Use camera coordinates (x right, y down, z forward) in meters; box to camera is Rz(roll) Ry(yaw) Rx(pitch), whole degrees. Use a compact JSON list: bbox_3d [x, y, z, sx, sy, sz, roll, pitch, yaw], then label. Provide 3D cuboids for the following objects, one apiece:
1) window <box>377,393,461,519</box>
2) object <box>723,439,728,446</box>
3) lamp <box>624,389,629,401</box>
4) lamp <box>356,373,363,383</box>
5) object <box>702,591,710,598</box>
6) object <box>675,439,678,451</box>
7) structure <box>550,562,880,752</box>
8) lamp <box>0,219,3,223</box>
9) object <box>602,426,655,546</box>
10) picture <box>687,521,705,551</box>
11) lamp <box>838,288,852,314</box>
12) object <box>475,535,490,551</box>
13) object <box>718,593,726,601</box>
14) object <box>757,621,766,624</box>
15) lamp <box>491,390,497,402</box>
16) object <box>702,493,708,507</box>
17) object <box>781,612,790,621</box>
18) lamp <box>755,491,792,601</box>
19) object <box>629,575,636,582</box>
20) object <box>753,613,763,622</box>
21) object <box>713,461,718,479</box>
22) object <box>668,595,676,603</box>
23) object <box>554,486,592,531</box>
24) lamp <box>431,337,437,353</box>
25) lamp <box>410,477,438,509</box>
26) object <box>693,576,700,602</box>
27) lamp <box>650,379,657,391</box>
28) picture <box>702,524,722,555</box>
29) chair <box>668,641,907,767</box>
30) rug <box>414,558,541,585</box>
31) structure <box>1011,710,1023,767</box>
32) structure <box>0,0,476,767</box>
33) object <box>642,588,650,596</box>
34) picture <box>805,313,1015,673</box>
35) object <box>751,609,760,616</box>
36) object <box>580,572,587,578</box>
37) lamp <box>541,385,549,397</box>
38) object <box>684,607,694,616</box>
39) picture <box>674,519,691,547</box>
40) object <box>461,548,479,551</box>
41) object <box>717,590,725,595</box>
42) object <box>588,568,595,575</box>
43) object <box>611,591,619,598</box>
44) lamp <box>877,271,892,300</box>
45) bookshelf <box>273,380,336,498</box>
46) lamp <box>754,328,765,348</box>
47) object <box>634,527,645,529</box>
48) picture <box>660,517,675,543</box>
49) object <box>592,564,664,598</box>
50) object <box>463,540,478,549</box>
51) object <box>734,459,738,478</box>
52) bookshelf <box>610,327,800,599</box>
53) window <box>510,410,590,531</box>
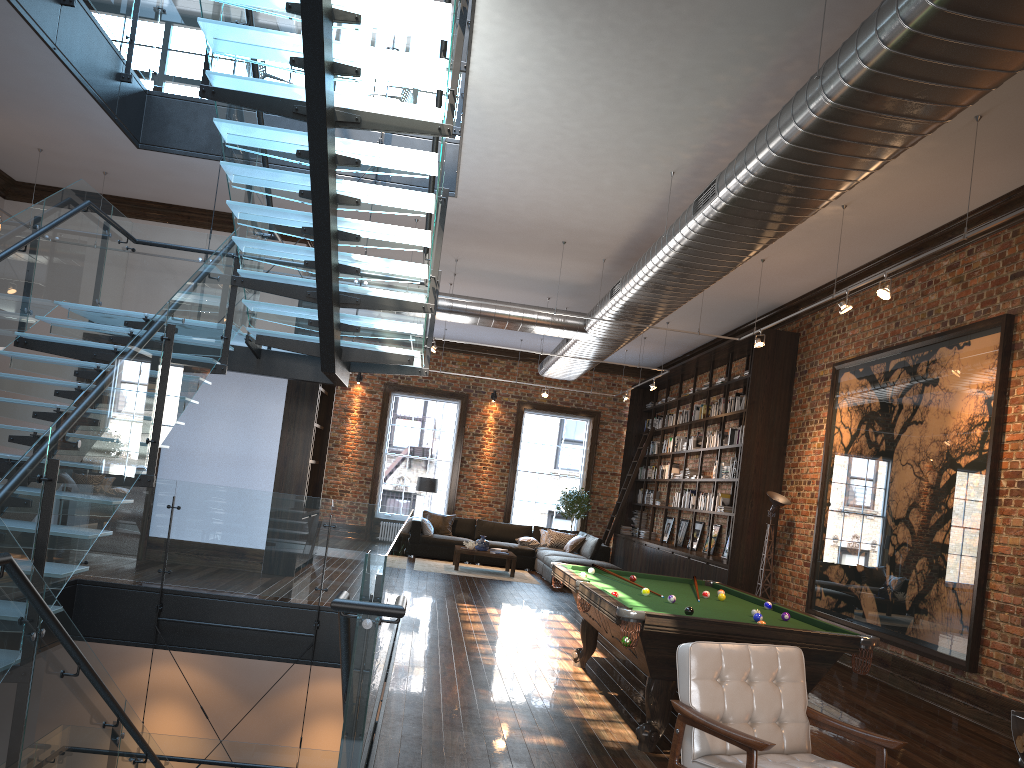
[{"bbox_3d":[-2.021,1.630,19.126,1.521,2.742,0.155,7,-2,-5],"label":"window"},{"bbox_3d":[3.363,0.935,13.895,0.096,0.136,0.236,9,-6,-21],"label":"object"},{"bbox_3d":[2.150,0.218,16.584,0.113,0.229,0.115,5,-4,34],"label":"lamp"},{"bbox_3d":[-3.211,-0.130,18.655,0.126,0.236,0.155,7,-3,-5],"label":"lamp"},{"bbox_3d":[1.464,1.589,6.687,0.057,0.057,0.057,11,-6,-40],"label":"object"},{"bbox_3d":[3.041,1.131,16.342,0.075,0.254,0.087,8,-3,-15],"label":"object"},{"bbox_3d":[1.178,1.923,6.433,1.554,0.847,2.971,8,-6,-5],"label":"structure"},{"bbox_3d":[-5.082,-1.637,8.738,0.113,0.229,0.114,5,-4,41],"label":"lamp"},{"bbox_3d":[2.244,2.347,18.042,0.897,3.064,0.497,7,-2,-5],"label":"object"},{"bbox_3d":[3.137,2.590,15.134,0.112,0.496,0.509,7,-4,-4],"label":"picture"},{"bbox_3d":[2.968,-0.732,7.865,0.114,0.229,0.113,9,-3,-26],"label":"lamp"},{"bbox_3d":[-0.500,2.702,15.052,0.215,0.250,0.217,5,-5,28],"label":"object"},{"bbox_3d":[1.570,1.596,6.638,0.057,0.056,0.057,8,-4,-5],"label":"object"},{"bbox_3d":[1.443,1.398,5.131,0.057,0.057,0.057,6,-5,13],"label":"object"},{"bbox_3d":[-0.380,0.256,18.908,0.126,0.236,0.155,7,-3,-5],"label":"lamp"},{"bbox_3d":[3.216,1.942,14.577,0.166,0.281,0.015,7,-2,-5],"label":"object"},{"bbox_3d":[1.791,1.523,5.804,0.057,0.057,0.057,6,-5,17],"label":"object"},{"bbox_3d":[3.260,2.270,11.197,0.425,1.820,0.508,7,-2,0],"label":"lamp"},{"bbox_3d":[0.997,1.606,7.312,0.057,0.057,0.057,3,-6,43],"label":"object"},{"bbox_3d":[1.536,1.458,5.536,0.057,0.057,0.057,7,-4,0],"label":"object"},{"bbox_3d":[3.193,1.342,13.851,0.069,0.287,0.117,8,-3,-12],"label":"object"},{"bbox_3d":[1.085,1.460,6.019,0.057,0.057,0.057,10,-5,-35],"label":"object"},{"bbox_3d":[1.220,3.075,18.730,0.811,1.857,0.804,7,-3,4],"label":"object"},{"bbox_3d":[-1.185,-0.592,13.337,0.113,0.229,0.114,6,-3,16],"label":"lamp"},{"bbox_3d":[-1.793,2.485,16.746,0.685,1.461,0.422,6,-3,25],"label":"lamp"},{"bbox_3d":[1.487,1.638,7.143,0.028,0.072,1.618,7,-7,11],"label":"object"},{"bbox_3d":[2.334,0.000,14.587,0.114,0.229,0.114,9,-3,-29],"label":"lamp"},{"bbox_3d":[3.218,2.495,14.265,0.112,0.496,0.509,7,-4,-4],"label":"picture"},{"bbox_3d":[1.134,1.587,3.747,0.772,0.862,0.742,9,-4,-25],"label":"chair"},{"bbox_3d":[-0.635,3.150,14.972,2.023,0.003,2.125,8,-7,-5],"label":"rug"},{"bbox_3d":[3.699,2.103,5.632,0.538,0.915,0.931,7,-4,-4],"label":"structure"},{"bbox_3d":[-2.200,0.044,5.578,3.579,14.436,7.069,7,-3,-5],"label":"structure"},{"bbox_3d":[0.950,1.478,6.304,0.057,0.057,0.057,4,-5,32],"label":"object"},{"bbox_3d":[3.835,1.072,8.953,0.080,2.988,3.216,7,-5,-4],"label":"picture"},{"bbox_3d":[1.596,1.498,5.803,0.057,0.057,0.057,4,-5,34],"label":"object"},{"bbox_3d":[0.560,1.510,6.975,0.057,0.057,0.057,8,-4,-6],"label":"object"},{"bbox_3d":[0.659,0.144,17.517,0.114,0.229,0.113,9,-4,-35],"label":"lamp"},{"bbox_3d":[1.079,1.385,5.401,0.057,0.057,0.057,7,-4,0],"label":"object"},{"bbox_3d":[3.059,2.682,15.973,0.112,0.496,0.509,7,-4,-4],"label":"picture"},{"bbox_3d":[-0.703,2.770,14.855,0.266,0.018,0.203,5,-7,19],"label":"object"},{"bbox_3d":[1.644,1.645,6.970,0.057,0.057,0.057,3,-6,40],"label":"object"},{"bbox_3d":[0.677,1.595,7.556,0.058,0.057,0.057,7,-4,-4],"label":"object"},{"bbox_3d":[0.667,1.377,5.762,0.057,0.057,0.058,3,-6,42],"label":"object"},{"bbox_3d":[3.031,-0.804,7.203,0.113,0.229,0.115,6,-3,24],"label":"lamp"},{"bbox_3d":[-2.804,0.762,12.086,0.401,3.502,1.789,7,-3,-4],"label":"bookshelf"},{"bbox_3d":[2.775,-0.508,9.921,0.113,0.229,0.114,7,-3,9],"label":"lamp"},{"bbox_3d":[2.725,3.072,18.914,0.192,0.015,0.249,8,-7,-5],"label":"object"},{"bbox_3d":[2.969,2.788,16.950,0.112,0.496,0.509,7,-4,-4],"label":"picture"},{"bbox_3d":[0.898,1.558,7.090,0.028,0.072,1.611,8,-7,-12],"label":"object"},{"bbox_3d":[-0.685,2.702,14.869,0.218,0.159,0.220,3,-6,37],"label":"object"},{"bbox_3d":[3.279,1.246,12.970,0.069,0.287,0.117,8,-3,-12],"label":"object"},{"bbox_3d":[2.982,1.655,15.503,0.601,3.980,7.445,7,-6,-4],"label":"bookshelf"},{"bbox_3d":[0.806,2.015,19.379,1.521,2.742,0.155,7,-2,-5],"label":"window"}]
